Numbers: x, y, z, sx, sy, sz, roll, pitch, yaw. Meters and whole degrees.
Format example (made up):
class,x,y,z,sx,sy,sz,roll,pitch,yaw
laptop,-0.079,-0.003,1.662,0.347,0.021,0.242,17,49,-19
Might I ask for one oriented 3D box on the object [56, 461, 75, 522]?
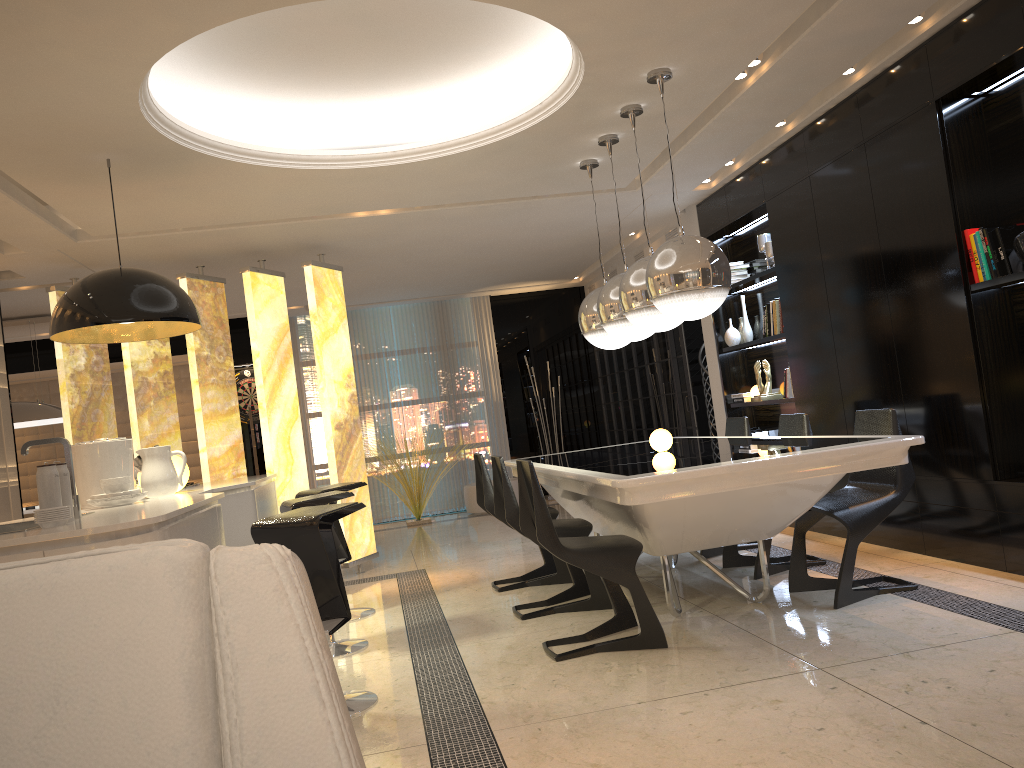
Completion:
class,x,y,z,sx,sy,sz,roll,pitch,yaw
object,-1.607,0.384,3.154,0.071,0.219,0.071,-6,-3,-33

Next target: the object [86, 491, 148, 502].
class,x,y,z,sx,sy,sz,roll,pitch,yaw
object,-1.814,0.531,4.082,0.264,0.033,0.264,-6,-3,-40

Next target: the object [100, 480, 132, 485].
class,x,y,z,sx,sy,sz,roll,pitch,yaw
object,-1.821,0.475,4.084,0.138,0.051,0.138,-9,-3,38

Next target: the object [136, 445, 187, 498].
class,x,y,z,sx,sy,sz,roll,pitch,yaw
object,-1.804,0.450,4.558,0.183,0.254,0.211,-10,-3,43

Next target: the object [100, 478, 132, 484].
class,x,y,z,sx,sy,sz,roll,pitch,yaw
object,-1.822,0.470,4.084,0.138,0.051,0.138,-9,-3,38

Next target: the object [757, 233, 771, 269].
class,x,y,z,sx,sy,sz,roll,pitch,yaw
object,1.917,-0.971,6.663,0.111,0.301,0.111,-7,-2,-14

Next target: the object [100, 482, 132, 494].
class,x,y,z,sx,sy,sz,roll,pitch,yaw
object,-1.820,0.487,4.084,0.138,0.051,0.138,-9,-3,38

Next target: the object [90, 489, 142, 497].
class,x,y,z,sx,sy,sz,roll,pitch,yaw
object,-1.818,0.506,4.082,0.229,0.016,0.229,-8,-2,20

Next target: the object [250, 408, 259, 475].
class,x,y,z,sx,sy,sz,roll,pitch,yaw
object,-2.907,1.037,10.145,0.026,1.605,0.027,-9,-3,29

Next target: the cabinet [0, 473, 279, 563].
class,x,y,z,sx,sy,sz,roll,pitch,yaw
cabinet,-1.824,1.022,4.392,1.046,0.887,3.752,-7,-2,-9

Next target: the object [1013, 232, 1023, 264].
class,x,y,z,sx,sy,sz,roll,pitch,yaw
object,2.362,-0.599,3.889,0.193,0.177,0.375,-7,-2,-8

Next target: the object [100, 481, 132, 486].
class,x,y,z,sx,sy,sz,roll,pitch,yaw
object,-1.821,0.481,4.084,0.138,0.051,0.138,-9,-3,38

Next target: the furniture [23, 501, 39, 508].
class,x,y,z,sx,sy,sz,roll,pitch,yaw
furniture,-6.026,1.874,10.682,1.312,0.810,1.107,-7,-2,-9

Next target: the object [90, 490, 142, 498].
class,x,y,z,sx,sy,sz,roll,pitch,yaw
object,-1.817,0.511,4.082,0.229,0.016,0.229,-8,-2,20

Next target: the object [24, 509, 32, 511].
class,x,y,z,sx,sy,sz,roll,pitch,yaw
object,-4.863,1.254,8.623,1.605,0.026,0.028,-7,-2,-4

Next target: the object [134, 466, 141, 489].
class,x,y,z,sx,sy,sz,roll,pitch,yaw
object,-2.047,0.528,4.673,0.211,0.174,0.211,-9,-3,38

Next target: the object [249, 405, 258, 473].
class,x,y,z,sx,sy,sz,roll,pitch,yaw
object,-2.899,1.032,10.098,0.026,1.605,0.027,-9,-3,29

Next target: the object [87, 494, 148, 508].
class,x,y,z,sx,sy,sz,roll,pitch,yaw
object,-1.812,0.544,4.081,0.264,0.033,0.264,-6,-3,-40

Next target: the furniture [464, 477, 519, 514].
class,x,y,z,sx,sy,sz,roll,pitch,yaw
furniture,-0.203,1.324,10.581,0.735,0.357,0.735,-6,-3,-37

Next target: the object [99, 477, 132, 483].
class,x,y,z,sx,sy,sz,roll,pitch,yaw
object,-1.823,0.464,4.084,0.138,0.051,0.138,-9,-3,38

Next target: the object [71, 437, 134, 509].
class,x,y,z,sx,sy,sz,roll,pitch,yaw
object,-2.005,0.431,4.360,0.288,0.330,0.288,-8,-2,8

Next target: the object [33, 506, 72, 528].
class,x,y,z,sx,sy,sz,roll,pitch,yaw
object,-1.536,0.446,2.967,0.111,0.062,0.111,-8,-2,12

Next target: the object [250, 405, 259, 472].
class,x,y,z,sx,sy,sz,roll,pitch,yaw
object,-2.914,1.040,10.192,0.026,1.605,0.027,-9,-3,29

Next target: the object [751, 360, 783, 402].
class,x,y,z,sx,sy,sz,roll,pitch,yaw
object,1.932,-0.028,6.800,0.177,0.311,0.177,-7,-2,-9

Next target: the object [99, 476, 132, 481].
class,x,y,z,sx,sy,sz,roll,pitch,yaw
object,-1.824,0.458,4.085,0.138,0.051,0.138,-9,-3,38

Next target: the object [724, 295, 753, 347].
class,x,y,z,sx,sy,sz,roll,pitch,yaw
object,1.815,-0.506,7.194,0.210,0.395,0.180,-7,-2,-6

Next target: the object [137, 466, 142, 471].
class,x,y,z,sx,sy,sz,roll,pitch,yaw
object,-2.244,0.577,5.520,0.266,0.147,0.253,-9,-3,34

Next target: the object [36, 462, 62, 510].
class,x,y,z,sx,sy,sz,roll,pitch,yaw
object,-1.590,0.378,3.049,0.071,0.219,0.071,-7,-2,-18

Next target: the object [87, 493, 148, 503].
class,x,y,z,sx,sy,sz,roll,pitch,yaw
object,-1.813,0.537,4.082,0.264,0.033,0.264,-6,-3,-40

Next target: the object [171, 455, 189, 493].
class,x,y,z,sx,sy,sz,roll,pitch,yaw
object,-1.852,0.486,4.778,0.213,0.214,0.212,-10,-3,41

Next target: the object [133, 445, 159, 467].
class,x,y,z,sx,sy,sz,roll,pitch,yaw
object,-2.262,0.492,5.519,0.249,0.212,0.256,-9,-3,26

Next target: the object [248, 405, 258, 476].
class,x,y,z,sx,sy,sz,roll,pitch,yaw
object,-2.891,1.029,10.050,0.026,1.605,0.027,-9,-3,29

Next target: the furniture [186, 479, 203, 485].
class,x,y,z,sx,sy,sz,roll,pitch,yaw
furniture,-4.159,1.639,10.993,1.312,0.810,1.107,-7,-2,-9

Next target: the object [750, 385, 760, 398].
class,x,y,z,sx,sy,sz,roll,pitch,yaw
object,1.936,0.069,6.965,0.125,0.125,0.125,-9,-3,30

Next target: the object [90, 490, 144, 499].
class,x,y,z,sx,sy,sz,roll,pitch,yaw
object,-1.816,0.516,4.082,0.229,0.016,0.229,-8,-2,20

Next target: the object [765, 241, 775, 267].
class,x,y,z,sx,sy,sz,roll,pitch,yaw
object,1.933,-0.939,6.550,0.104,0.224,0.104,-7,-2,-7

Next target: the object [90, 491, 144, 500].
class,x,y,z,sx,sy,sz,roll,pitch,yaw
object,-1.816,0.520,4.082,0.229,0.016,0.229,-8,-2,20

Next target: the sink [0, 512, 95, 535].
class,x,y,z,sx,sy,sz,roll,pitch,yaw
sink,-1.886,0.608,3.245,0.485,0.152,0.738,-7,-2,-9
